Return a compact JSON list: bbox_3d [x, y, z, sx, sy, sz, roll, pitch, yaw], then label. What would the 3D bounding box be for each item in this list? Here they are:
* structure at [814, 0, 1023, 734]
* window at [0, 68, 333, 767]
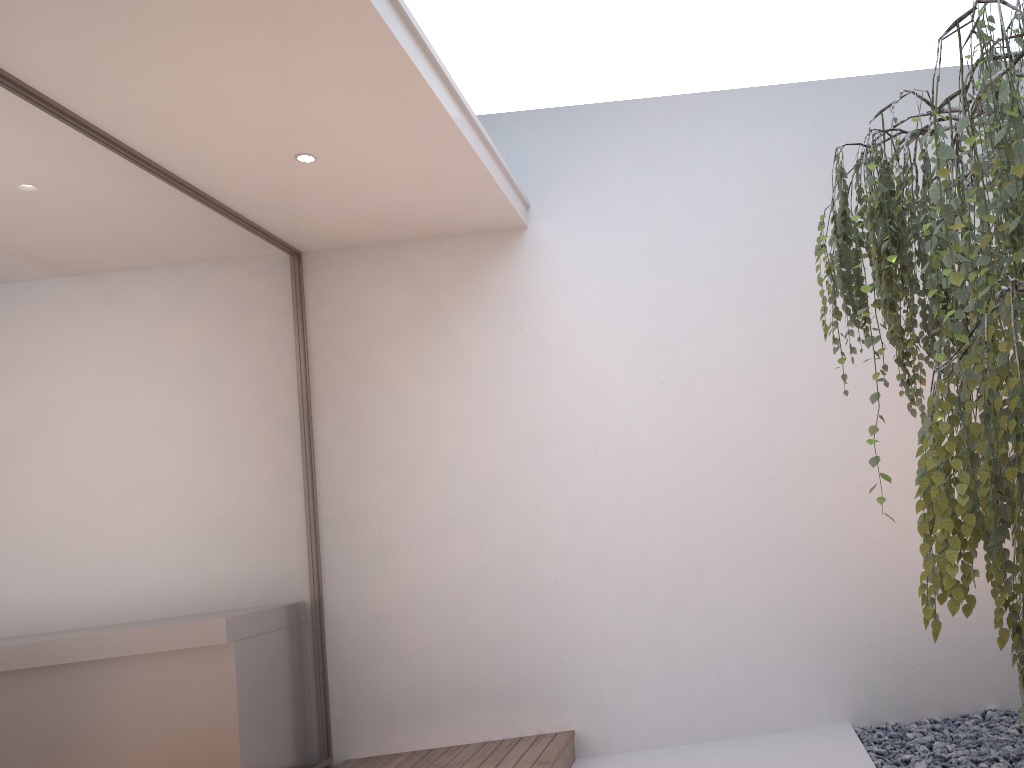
[{"bbox_3d":[1.511,-0.713,1.825,1.792,3.959,2.423,-6,-6,4],"label":"structure"},{"bbox_3d":[-1.548,0.218,1.749,0.060,2.443,4.806,-7,-9,13],"label":"window"}]
